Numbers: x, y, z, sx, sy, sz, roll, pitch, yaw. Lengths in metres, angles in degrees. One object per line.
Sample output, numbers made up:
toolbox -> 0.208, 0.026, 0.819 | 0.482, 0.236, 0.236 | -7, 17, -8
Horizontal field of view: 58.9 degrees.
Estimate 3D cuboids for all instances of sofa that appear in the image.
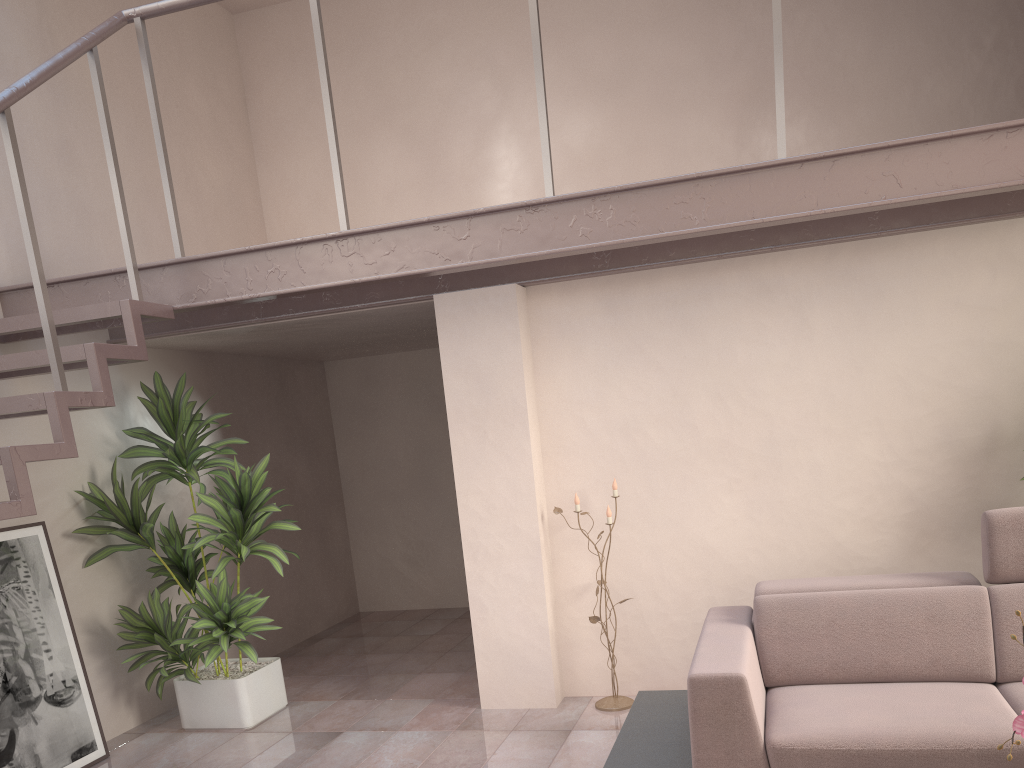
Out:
sofa -> 1.716, 0.899, 2.469 | 3.119, 0.983, 2.120 | -6, 0, 15

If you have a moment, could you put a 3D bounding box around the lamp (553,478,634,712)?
lamp -> 0.412, 1.028, 4.405 | 0.231, 1.178, 0.327 | -16, 15, -41

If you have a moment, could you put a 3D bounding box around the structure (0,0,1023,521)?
structure -> 0.764, -0.181, 2.266 | 7.116, 3.363, 3.693 | -6, 4, 15

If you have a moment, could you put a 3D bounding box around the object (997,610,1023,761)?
object -> 1.107, 0.754, 1.784 | 0.297, 0.622, 0.356 | -4, 9, 10

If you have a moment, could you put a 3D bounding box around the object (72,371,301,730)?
object -> -1.601, 0.863, 4.692 | 1.063, 1.952, 0.940 | 0, 11, 33
